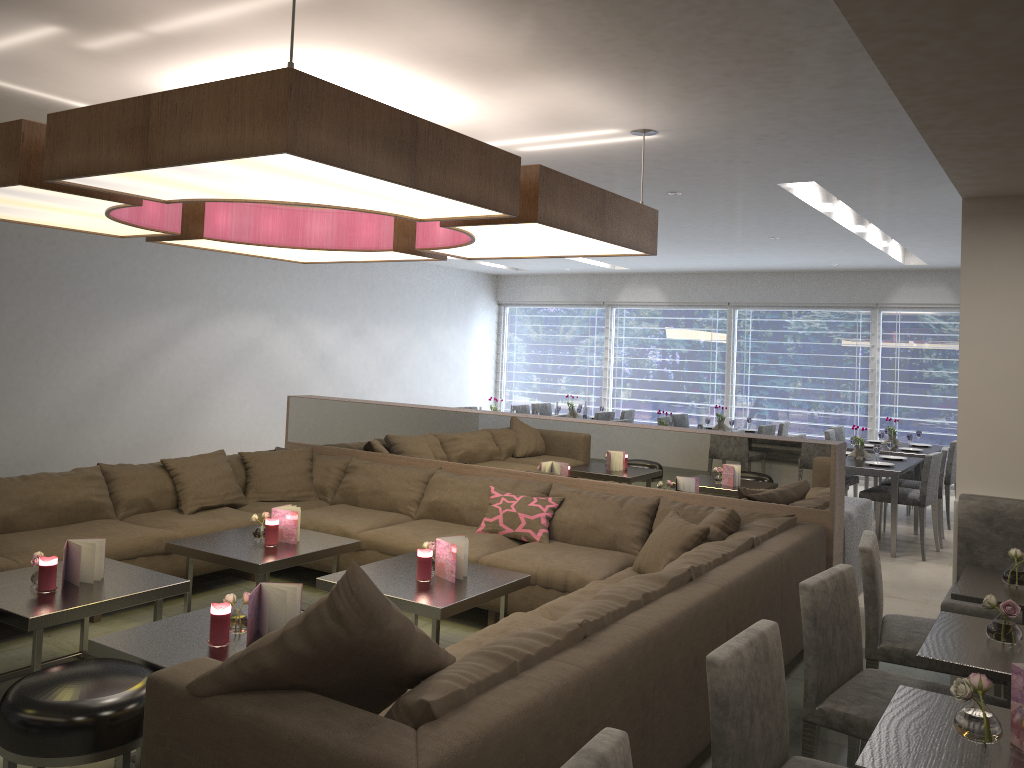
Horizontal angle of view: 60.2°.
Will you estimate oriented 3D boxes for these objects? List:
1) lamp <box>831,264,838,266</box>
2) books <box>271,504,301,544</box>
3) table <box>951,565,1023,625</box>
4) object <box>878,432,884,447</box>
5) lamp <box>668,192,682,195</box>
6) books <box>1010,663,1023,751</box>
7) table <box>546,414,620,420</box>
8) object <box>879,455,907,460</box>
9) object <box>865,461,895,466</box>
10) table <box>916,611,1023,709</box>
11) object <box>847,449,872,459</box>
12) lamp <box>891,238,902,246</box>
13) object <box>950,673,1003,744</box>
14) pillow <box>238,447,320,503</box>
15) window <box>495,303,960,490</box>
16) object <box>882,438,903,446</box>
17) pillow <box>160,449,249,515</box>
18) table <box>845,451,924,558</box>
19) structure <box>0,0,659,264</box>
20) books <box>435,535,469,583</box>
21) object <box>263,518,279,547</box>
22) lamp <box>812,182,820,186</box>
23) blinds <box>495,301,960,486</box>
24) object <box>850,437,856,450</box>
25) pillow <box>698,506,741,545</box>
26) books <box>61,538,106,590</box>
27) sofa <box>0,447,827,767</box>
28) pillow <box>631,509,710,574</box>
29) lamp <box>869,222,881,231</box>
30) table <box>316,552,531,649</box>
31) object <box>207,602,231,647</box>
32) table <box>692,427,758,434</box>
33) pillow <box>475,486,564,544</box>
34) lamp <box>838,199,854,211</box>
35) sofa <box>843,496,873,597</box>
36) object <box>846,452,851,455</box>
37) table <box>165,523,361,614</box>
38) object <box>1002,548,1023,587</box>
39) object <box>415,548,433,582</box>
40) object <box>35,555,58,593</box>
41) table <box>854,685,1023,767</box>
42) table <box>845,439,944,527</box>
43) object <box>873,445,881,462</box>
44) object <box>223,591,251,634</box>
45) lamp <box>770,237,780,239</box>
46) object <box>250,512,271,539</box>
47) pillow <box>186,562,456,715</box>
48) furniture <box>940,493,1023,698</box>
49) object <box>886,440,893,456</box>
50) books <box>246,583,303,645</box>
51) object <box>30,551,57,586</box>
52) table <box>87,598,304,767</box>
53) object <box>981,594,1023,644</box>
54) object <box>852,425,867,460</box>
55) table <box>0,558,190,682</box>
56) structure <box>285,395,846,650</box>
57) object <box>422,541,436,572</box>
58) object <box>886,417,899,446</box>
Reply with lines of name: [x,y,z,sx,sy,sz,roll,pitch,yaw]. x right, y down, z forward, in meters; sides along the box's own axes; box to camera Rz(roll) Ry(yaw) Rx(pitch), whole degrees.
lamp: [3.609,-1.331,9.890,0.089,0.007,0.089,2,2,-12]
books: [-1.121,0.700,4.375,0.143,0.165,0.258,2,1,-4]
table: [1.797,1.035,3.008,0.506,0.656,0.504,2,-1,33]
object: [3.470,0.522,8.313,0.053,0.139,0.053,3,-2,-15]
lamp: [1.099,-1.282,5.955,0.089,0.007,0.089,2,2,-12]
books: [1.083,0.653,1.712,0.143,0.165,0.157,2,0,-2]
table: [0.686,0.716,10.290,0.778,0.635,1.187,3,1,33]
object: [3.138,0.610,7.284,0.216,0.015,0.217,2,2,-11]
object: [2.824,0.616,6.792,0.216,0.015,0.217,2,2,-11]
table: [1.386,1.043,2.363,0.506,0.656,0.504,2,-1,33]
object: [2.840,0.557,7.220,0.203,0.100,0.070,2,-1,2]
lamp: [4.044,-1.484,9.041,0.227,0.101,0.487,3,2,32]
object: [0.946,0.658,1.805,0.101,0.126,0.094,2,-1,-3]
pillow: [-1.476,0.587,5.615,0.502,0.357,0.297,2,0,-25]
window: [2.804,-0.007,11.364,7.110,2.077,0.158,4,-1,33]
object: [3.656,0.542,8.498,0.203,0.100,0.070,2,-1,2]
pillow: [-1.829,0.584,5.265,0.312,0.340,0.493,2,1,27]
table: [2.809,0.927,7.134,0.778,0.635,1.187,3,1,33]
structure: [-0.950,-0.998,4.001,2.445,0.620,2.442,4,2,32]
books: [-0.228,0.758,3.826,0.142,0.165,0.157,3,0,-37]
object: [-1.160,0.714,4.269,0.075,0.129,0.075,2,-1,5]
lamp: [2.155,-1.448,6.081,0.227,0.101,0.487,3,2,32]
blinds: [2.739,-0.033,11.282,7.105,2.048,0.045,4,-1,33]
object: [2.936,0.527,7.602,0.053,0.139,0.053,3,-2,-15]
pillow: [0.901,0.737,4.093,0.292,0.395,0.526,2,1,1]
books: [-1.687,0.710,3.488,0.143,0.165,0.157,3,0,-22]
sofa: [-0.917,0.878,3.930,3.770,0.677,3.174,4,2,32]
pillow: [0.710,0.762,4.002,0.235,0.323,0.380,3,0,-13]
lamp: [3.446,-1.472,8.104,0.227,0.101,0.487,3,2,32]
table: [-0.378,1.035,3.802,0.658,0.413,0.656,3,1,33]
object: [-0.945,0.777,2.864,0.075,0.129,0.075,2,-1,-5]
table: [2.198,0.817,9.323,0.778,0.635,1.187,3,1,33]
pillow: [0.040,0.712,4.783,0.464,0.253,0.180,3,0,28]
lamp: [2.768,-1.459,7.042,0.227,0.101,0.487,3,2,32]
sofa: [0.289,0.879,5.810,3.803,0.629,0.834,4,1,33]
object: [2.813,0.588,7.492,0.217,0.015,0.216,4,3,32]
table: [-1.222,0.979,4.341,0.658,0.413,0.656,3,1,33]
object: [1.773,0.642,3.103,0.094,0.126,0.107,3,0,-15]
object: [-0.371,0.767,3.752,0.075,0.129,0.075,2,-1,5]
object: [-1.769,0.724,3.367,0.075,0.129,0.075,2,-1,-5]
table: [0.974,1.051,1.718,0.506,0.656,0.504,2,-1,33]
table: [3.624,0.911,8.412,0.778,0.635,1.187,3,1,33]
object: [2.871,0.549,6.959,0.053,0.139,0.053,3,-2,-10]
object: [-0.931,0.773,2.998,0.106,0.129,0.095,2,-1,-8]
lamp: [2.354,-1.306,7.923,0.089,0.007,0.089,2,2,-12]
object: [-1.252,0.705,4.421,0.101,0.129,0.095,2,-1,16]
pillow: [-0.394,0.648,2.060,0.619,0.514,0.299,2,-1,-44]
furniture: [-0.236,0.887,2.061,4.261,0.855,5.637,4,2,32]
object: [3.182,0.543,7.445,0.053,0.139,0.053,3,-2,-10]
books: [-0.790,0.769,2.949,0.143,0.165,0.157,2,0,-2]
object: [-1.814,0.722,3.423,0.095,0.126,0.193,3,1,-26]
table: [-0.924,1.046,2.945,0.658,0.413,0.656,3,1,33]
object: [1.368,0.650,2.455,0.091,0.126,0.110,3,0,-25]
object: [2.813,0.470,7.167,0.104,0.277,0.154,1,-2,30]
table: [-1.769,0.990,3.485,0.658,0.413,0.656,3,1,33]
structure: [0.022,0.692,5.376,3.778,1.010,0.223,4,-1,33]
object: [-0.368,0.760,3.913,0.091,0.132,0.102,2,-1,-3]
object: [3.629,0.454,8.445,0.104,0.277,0.154,1,-2,30]
